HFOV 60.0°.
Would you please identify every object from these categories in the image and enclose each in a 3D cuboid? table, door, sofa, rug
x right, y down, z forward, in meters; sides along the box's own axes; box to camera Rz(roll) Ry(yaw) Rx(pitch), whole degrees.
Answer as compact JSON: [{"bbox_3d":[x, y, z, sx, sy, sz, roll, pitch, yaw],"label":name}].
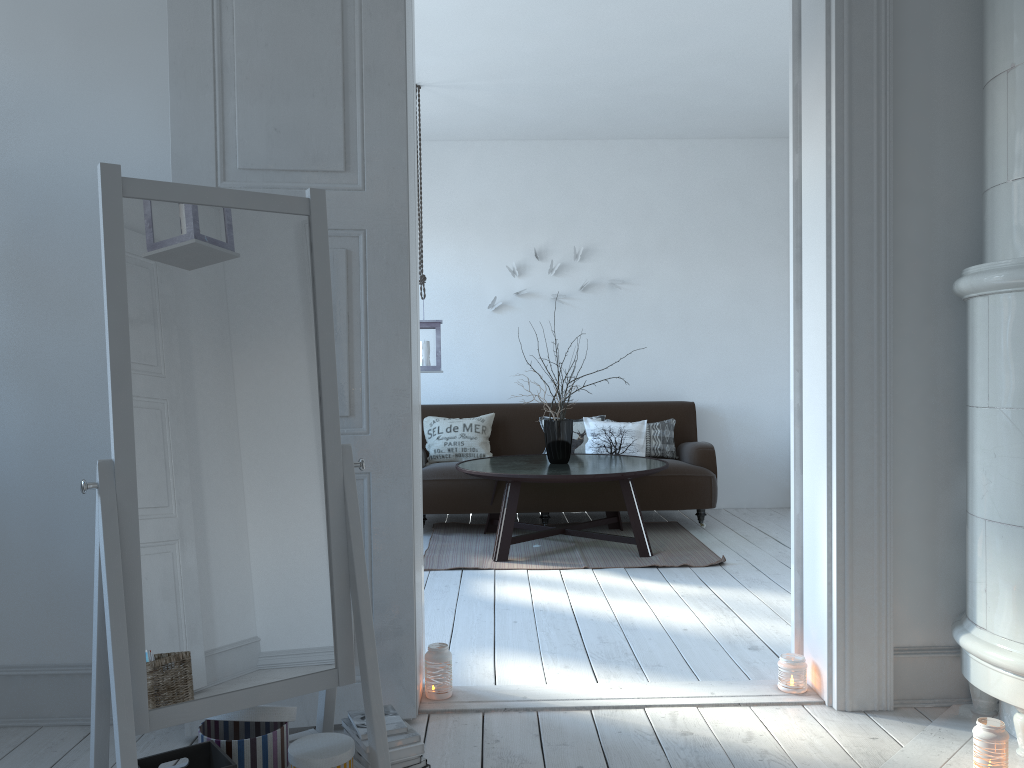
[{"bbox_3d":[0.307,0.737,5.457,1.300,0.503,1.299,-1,1,-11],"label":"table"},{"bbox_3d":[0.326,-0.231,2.838,2.598,2.506,0.577,-1,2,-1],"label":"door"},{"bbox_3d":[0.295,0.555,6.240,2.165,0.825,0.968,-1,1,-1],"label":"sofa"},{"bbox_3d":[0.311,0.961,5.490,1.710,0.055,1.455,-1,1,-1],"label":"rug"}]

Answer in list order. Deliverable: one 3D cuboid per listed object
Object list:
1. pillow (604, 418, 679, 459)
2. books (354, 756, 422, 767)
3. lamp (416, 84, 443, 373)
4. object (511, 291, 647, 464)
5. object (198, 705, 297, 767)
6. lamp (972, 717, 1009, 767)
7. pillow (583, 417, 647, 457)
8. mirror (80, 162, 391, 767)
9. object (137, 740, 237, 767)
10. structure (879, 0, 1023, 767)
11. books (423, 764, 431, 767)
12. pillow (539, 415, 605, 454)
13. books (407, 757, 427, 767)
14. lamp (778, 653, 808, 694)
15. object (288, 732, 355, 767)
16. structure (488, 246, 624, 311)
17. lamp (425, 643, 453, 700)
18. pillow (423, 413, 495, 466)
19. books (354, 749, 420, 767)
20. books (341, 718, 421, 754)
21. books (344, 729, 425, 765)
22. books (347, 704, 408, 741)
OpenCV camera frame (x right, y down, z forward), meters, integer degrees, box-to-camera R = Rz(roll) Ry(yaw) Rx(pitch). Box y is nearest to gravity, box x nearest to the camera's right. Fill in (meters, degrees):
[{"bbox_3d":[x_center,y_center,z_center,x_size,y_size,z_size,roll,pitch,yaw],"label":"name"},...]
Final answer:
[{"bbox_3d":[0.923,0.393,6.354,0.542,0.288,0.183,-1,1,0],"label":"pillow"},{"bbox_3d":[-0.315,0.884,2.118,0.128,0.016,0.176,-1,1,-35],"label":"books"},{"bbox_3d":[-0.548,-0.949,5.419,0.228,1.763,0.228,-1,2,-4],"label":"lamp"},{"bbox_3d":[0.406,-0.044,5.372,0.845,1.066,0.525,-2,2,-30],"label":"object"},{"bbox_3d":[-0.605,0.786,2.027,0.207,0.159,0.241,-1,1,6],"label":"object"},{"bbox_3d":[1.230,0.940,2.277,0.084,0.146,0.084,-1,1,3],"label":"lamp"},{"bbox_3d":[0.725,0.385,6.237,0.471,0.309,0.188,-1,1,-1],"label":"pillow"},{"bbox_3d":[-0.593,0.294,1.910,0.610,1.489,0.417,-2,2,-36],"label":"mirror"},{"bbox_3d":[-0.664,0.818,1.796,0.165,0.103,0.155,-2,1,-36],"label":"object"},{"bbox_3d":[1.519,-0.320,2.318,0.800,2.829,1.247,1,2,44],"label":"structure"},{"bbox_3d":[-0.310,0.921,2.113,0.193,0.022,0.128,0,1,31],"label":"books"},{"bbox_3d":[0.431,0.397,6.307,0.473,0.348,0.158,-1,2,-3],"label":"pillow"},{"bbox_3d":[-0.311,0.901,2.121,0.178,0.016,0.128,0,1,42],"label":"books"},{"bbox_3d":[0.917,0.946,2.899,0.093,0.110,0.093,0,1,16],"label":"lamp"},{"bbox_3d":[-0.415,0.826,1.936,0.142,0.074,0.142,-1,1,-17],"label":"object"},{"bbox_3d":[0.326,-0.793,6.664,1.025,0.478,0.085,-1,2,-1],"label":"structure"},{"bbox_3d":[-0.239,0.933,2.885,0.089,0.166,0.089,-1,2,-2],"label":"lamp"},{"bbox_3d":[-0.376,0.396,6.329,0.519,0.367,0.239,-1,1,-2],"label":"pillow"},{"bbox_3d":[-0.316,0.867,2.115,0.128,0.016,0.180,-1,1,-30],"label":"books"},{"bbox_3d":[-0.314,0.824,2.111,0.132,0.017,0.187,-1,1,-28],"label":"books"},{"bbox_3d":[-0.307,0.846,2.109,0.128,0.026,0.200,-1,1,-30],"label":"books"},{"bbox_3d":[-0.323,0.809,2.123,0.111,0.014,0.156,-1,1,-22],"label":"books"}]
